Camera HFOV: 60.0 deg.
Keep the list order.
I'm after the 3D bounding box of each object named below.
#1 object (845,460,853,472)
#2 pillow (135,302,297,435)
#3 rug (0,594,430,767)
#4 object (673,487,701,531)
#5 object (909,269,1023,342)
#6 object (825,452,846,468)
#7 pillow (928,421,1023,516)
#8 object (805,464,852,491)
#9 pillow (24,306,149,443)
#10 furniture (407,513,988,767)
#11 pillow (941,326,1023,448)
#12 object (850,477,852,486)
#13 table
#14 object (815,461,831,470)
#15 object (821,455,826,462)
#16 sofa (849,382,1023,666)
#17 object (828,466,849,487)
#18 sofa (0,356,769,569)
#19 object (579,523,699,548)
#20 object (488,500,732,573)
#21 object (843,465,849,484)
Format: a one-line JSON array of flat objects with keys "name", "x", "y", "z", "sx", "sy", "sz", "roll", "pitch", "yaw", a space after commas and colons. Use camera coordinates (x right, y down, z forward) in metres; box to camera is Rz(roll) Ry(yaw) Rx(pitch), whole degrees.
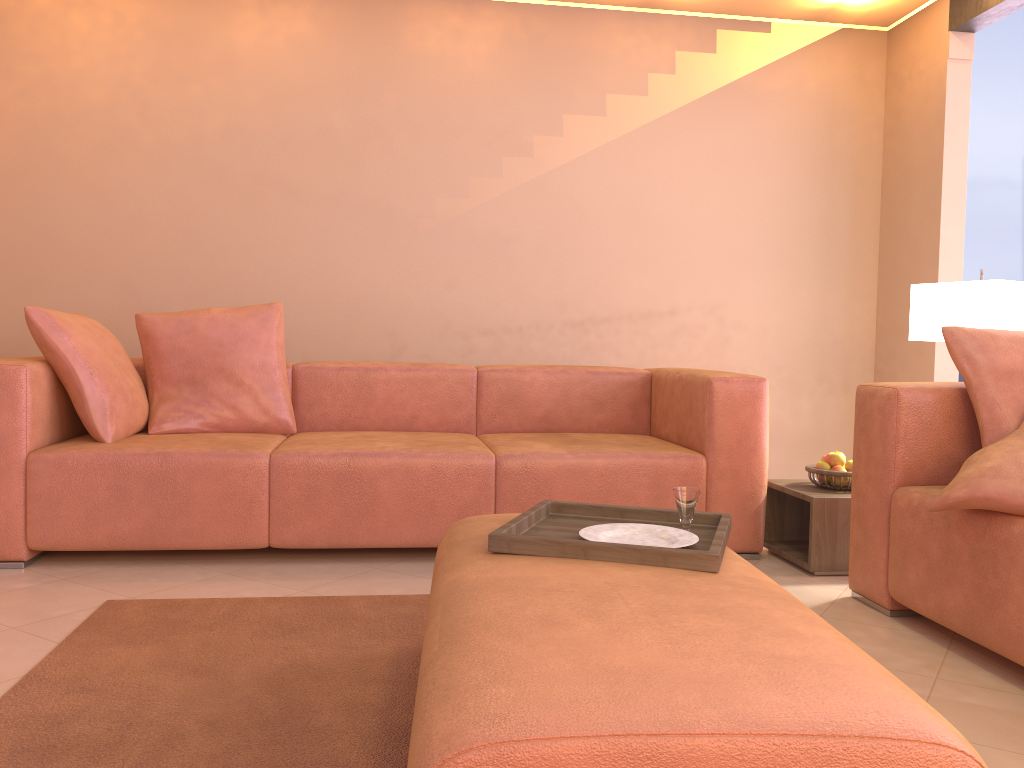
[{"name": "object", "x": 1.198, "y": 0.293, "z": 3.119, "sx": 0.051, "sy": 0.053, "sz": 0.045, "roll": 2, "pitch": 2, "yaw": 15}, {"name": "pillow", "x": -1.161, "y": -0.069, "z": 3.478, "sx": 0.582, "sy": 0.528, "sz": 0.302, "roll": 0, "pitch": 3, "yaw": -25}, {"name": "rug", "x": -0.054, "y": 0.687, "z": 1.342, "sx": 1.833, "sy": 0.005, "sz": 2.626, "roll": 1, "pitch": 2, "yaw": -8}, {"name": "object", "x": 0.381, "y": 0.275, "z": 1.940, "sx": 0.061, "sy": 0.091, "sz": 0.061, "roll": 0, "pitch": 3, "yaw": -24}, {"name": "object", "x": 1.718, "y": -0.022, "z": 3.273, "sx": 0.344, "sy": 0.799, "sz": 0.344, "roll": 0, "pitch": 3, "yaw": -30}, {"name": "object", "x": 1.153, "y": 0.272, "z": 3.160, "sx": 0.069, "sy": 0.061, "sz": 0.068, "roll": 4, "pitch": 3, "yaw": 43}, {"name": "pillow", "x": 1.356, "y": 0.175, "z": 2.099, "sx": 0.514, "sy": 0.292, "sz": 0.517, "roll": -1, "pitch": 3, "yaw": -39}, {"name": "object", "x": 1.171, "y": 0.336, "z": 3.169, "sx": 0.235, "sy": 0.071, "sz": 0.235, "roll": 1, "pitch": 2, "yaw": -16}, {"name": "pillow", "x": -1.515, "y": -0.026, "z": 3.239, "sx": 0.335, "sy": 0.486, "sz": 0.554, "roll": 1, "pitch": 2, "yaw": -12}, {"name": "furniture", "x": 0.184, "y": 0.482, "z": 1.601, "sx": 0.685, "sy": 0.301, "sz": 1.291, "roll": 1, "pitch": 2, "yaw": -3}, {"name": "pillow", "x": 1.509, "y": 0.071, "z": 2.463, "sx": 0.519, "sy": 0.455, "sz": 0.314, "roll": 1, "pitch": 2, "yaw": -12}, {"name": "object", "x": 1.209, "y": 0.341, "z": 3.117, "sx": 0.055, "sy": 0.046, "sz": 0.046, "roll": 0, "pitch": 3, "yaw": -30}, {"name": "table", "x": 1.423, "y": 0.509, "z": 3.217, "sx": 0.918, "sy": 0.268, "sz": 0.412, "roll": 1, "pitch": 2, "yaw": -8}, {"name": "object", "x": 1.106, "y": 0.298, "z": 3.152, "sx": 0.045, "sy": 0.047, "sz": 0.055, "roll": 0, "pitch": 3, "yaw": -31}, {"name": "object", "x": 1.148, "y": 0.278, "z": 3.214, "sx": 0.054, "sy": 0.046, "sz": 0.047, "roll": 0, "pitch": 3, "yaw": -22}, {"name": "sofa", "x": 1.681, "y": 0.386, "z": 1.448, "sx": 0.943, "sy": 0.672, "sz": 2.781, "roll": 1, "pitch": 2, "yaw": -8}, {"name": "object", "x": 1.150, "y": 0.324, "z": 3.118, "sx": 0.072, "sy": 0.076, "sz": 0.074, "roll": 1, "pitch": 2, "yaw": 2}, {"name": "sofa", "x": -0.493, "y": 0.255, "z": 3.443, "sx": 2.781, "sy": 0.672, "sz": 0.943, "roll": 1, "pitch": 2, "yaw": -8}, {"name": "object", "x": 0.255, "y": 0.314, "z": 1.792, "sx": 0.240, "sy": 0.018, "sz": 0.240, "roll": -1, "pitch": 3, "yaw": -44}, {"name": "object", "x": 0.223, "y": 0.307, "z": 1.851, "sx": 0.436, "sy": 0.034, "sz": 0.421, "roll": 2, "pitch": 2, "yaw": 17}, {"name": "object", "x": 1.197, "y": 0.323, "z": 3.175, "sx": 0.076, "sy": 0.065, "sz": 0.077, "roll": 1, "pitch": 2, "yaw": 3}]
